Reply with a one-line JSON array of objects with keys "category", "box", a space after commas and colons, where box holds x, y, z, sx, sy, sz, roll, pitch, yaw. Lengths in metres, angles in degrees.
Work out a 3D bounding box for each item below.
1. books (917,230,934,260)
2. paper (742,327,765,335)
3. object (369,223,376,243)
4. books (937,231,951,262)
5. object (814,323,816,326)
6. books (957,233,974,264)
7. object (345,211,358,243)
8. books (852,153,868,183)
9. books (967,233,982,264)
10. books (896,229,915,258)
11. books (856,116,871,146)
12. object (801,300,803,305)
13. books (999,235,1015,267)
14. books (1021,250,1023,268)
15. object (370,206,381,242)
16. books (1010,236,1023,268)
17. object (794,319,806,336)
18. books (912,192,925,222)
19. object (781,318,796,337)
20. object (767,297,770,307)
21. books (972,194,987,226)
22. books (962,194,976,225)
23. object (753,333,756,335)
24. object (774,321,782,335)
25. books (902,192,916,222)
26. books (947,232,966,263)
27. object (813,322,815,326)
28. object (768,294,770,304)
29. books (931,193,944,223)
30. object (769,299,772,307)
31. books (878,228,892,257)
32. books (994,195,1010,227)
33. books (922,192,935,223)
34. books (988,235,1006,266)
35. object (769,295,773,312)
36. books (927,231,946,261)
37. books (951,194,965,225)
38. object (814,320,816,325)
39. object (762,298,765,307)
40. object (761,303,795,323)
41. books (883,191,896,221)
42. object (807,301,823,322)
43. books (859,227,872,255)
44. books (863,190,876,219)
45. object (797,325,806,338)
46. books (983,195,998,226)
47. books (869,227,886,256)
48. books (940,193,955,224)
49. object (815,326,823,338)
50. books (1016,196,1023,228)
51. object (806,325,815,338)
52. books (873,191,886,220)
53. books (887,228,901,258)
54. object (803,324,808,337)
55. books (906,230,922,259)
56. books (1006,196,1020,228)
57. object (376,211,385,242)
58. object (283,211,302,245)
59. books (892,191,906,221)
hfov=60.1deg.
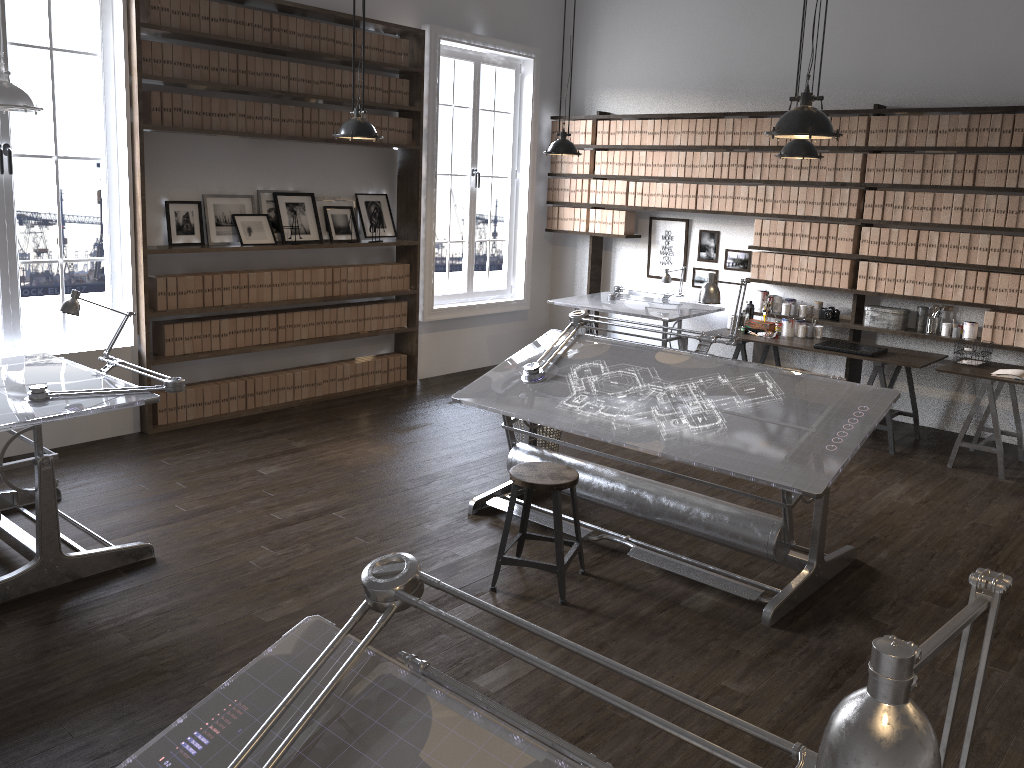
[{"category": "books", "box": [3.090, -1.031, 6.604, 0.067, 0.223, 0.175, 11, 14, 40]}, {"category": "paper", "box": [1.943, -0.422, 7.133, 0.155, 0.038, 0.138, 8, 14, 25]}, {"category": "object", "box": [-1.147, -1.241, 7.278, 0.040, 0.164, 0.066, 11, 14, 40]}, {"category": "books", "box": [3.196, -1.006, 6.512, 0.067, 0.223, 0.175, 11, 14, 40]}, {"category": "object", "box": [2.422, -0.444, 7.128, 0.035, 0.102, 0.004, 9, 12, 33]}, {"category": "books", "box": [3.296, -0.981, 6.418, 0.067, 0.224, 0.175, 11, 14, 40]}, {"category": "object", "box": [-1.292, -1.264, 7.144, 0.040, 0.258, 0.124, 11, 14, 40]}, {"category": "books", "box": [2.703, -1.665, 6.853, 0.067, 0.224, 0.175, 11, 14, 40]}, {"category": "books", "box": [3.350, -0.969, 6.379, 0.067, 0.223, 0.175, 11, 14, 40]}, {"category": "books", "box": [2.978, -1.058, 6.700, 0.067, 0.223, 0.175, 11, 14, 40]}, {"category": "books", "box": [2.719, -1.934, 6.799, 0.067, 0.223, 0.175, 11, 14, 40]}, {"category": "object", "box": [2.396, -0.633, 7.339, 0.004, 0.132, 0.030, -3, 11, -27]}, {"category": "books", "box": [3.504, -0.933, 6.247, 0.067, 0.223, 0.175, 11, 14, 40]}, {"category": "books", "box": [3.608, -0.908, 6.155, 0.067, 0.223, 0.175, 11, 14, 40]}, {"category": "object", "box": [-1.131, -1.323, 7.333, 0.040, 0.301, 0.119, 11, 13, 40]}, {"category": "books", "box": [3.558, -0.921, 6.203, 0.067, 0.223, 0.175, 11, 14, 40]}, {"category": "object", "box": [2.323, -0.456, 7.159, 0.094, 0.127, 0.095, -9, 16, -44]}, {"category": "books", "box": [3.054, -1.313, 6.595, 0.067, 0.223, 0.175, 11, 14, 40]}, {"category": "object", "box": [2.217, -0.455, 7.110, 0.105, 0.140, 0.104, 10, 13, 33]}, {"category": "object", "box": [2.073, -0.610, 7.206, 0.007, 0.212, 0.055, 0, 11, -14]}, {"category": "books", "box": [3.363, -1.240, 6.332, 0.067, 0.223, 0.175, 11, 14, 40]}, {"category": "books", "box": [3.309, -1.252, 6.376, 0.067, 0.223, 0.175, 11, 14, 40]}, {"category": "object", "box": [1.947, -0.398, 7.098, 0.008, 0.006, 0.120, 1, 13, -8]}, {"category": "object", "box": [2.141, -0.448, 7.126, 0.050, 0.111, 0.049, 10, 13, 37]}, {"category": "books", "box": [3.001, -1.325, 6.641, 0.067, 0.223, 0.175, 11, 14, 40]}, {"category": "books", "box": [3.250, -0.993, 6.466, 0.067, 0.223, 0.175, 11, 14, 40]}, {"category": "object", "box": [2.410, -0.449, 7.111, 0.036, 0.116, 0.005, 10, 12, 35]}, {"category": "object", "box": [2.086, -0.622, 7.224, 0.021, 0.226, 0.007, -5, 13, -37]}, {"category": "books", "box": [3.154, -1.289, 6.508, 0.067, 0.223, 0.175, 11, 14, 40]}, {"category": "object", "box": [2.085, -0.606, 7.215, 0.055, 0.191, 0.006, 11, 13, 39]}, {"category": "books", "box": [2.877, -1.080, 6.778, 0.067, 0.224, 0.175, 11, 14, 40]}, {"category": "books", "box": [3.465, -1.214, 6.235, 0.067, 0.223, 0.175, 11, 14, 40]}, {"category": "books", "box": [3.101, -1.300, 6.548, 0.067, 0.224, 0.175, 11, 14, 40]}, {"category": "books", "box": [3.449, -0.945, 6.289, 0.067, 0.224, 0.175, 11, 14, 40]}, {"category": "object", "box": [2.180, -0.683, 7.500, 0.050, 0.138, 0.051, 10, 13, 38]}, {"category": "books", "box": [3.140, -1.018, 6.554, 0.067, 0.223, 0.175, 11, 14, 40]}, {"category": "books", "box": [3.254, -1.264, 6.418, 0.067, 0.224, 0.175, 11, 14, 40]}, {"category": "object", "box": [2.419, -0.448, 7.110, 0.030, 0.132, 0.004, 10, 12, 36]}, {"category": "object", "box": [2.068, -0.602, 7.225, 0.071, 0.184, 0.008, 12, 14, 41]}, {"category": "object", "box": [2.196, -0.587, 7.286, 0.345, 0.145, 0.077, -4, 12, -26]}, {"category": "books", "box": [2.895, -1.350, 6.733, 0.067, 0.223, 0.175, 11, 14, 40]}, {"category": "object", "box": [2.486, -0.584, 7.221, 0.107, 0.160, 0.238, 4, 12, 6]}, {"category": "books", "box": [2.771, -1.106, 6.874, 0.067, 0.223, 0.175, 11, 14, 40]}, {"category": "books", "box": [2.783, -1.377, 6.829, 0.067, 0.223, 0.175, 11, 14, 40]}, {"category": "object", "box": [2.308, -0.420, 7.052, 0.062, 0.093, 0.062, 1, 11, -9]}, {"category": "books", "box": [3.412, -1.227, 6.284, 0.067, 0.223, 0.175, 11, 14, 40]}, {"category": "books", "box": [2.823, -1.093, 6.824, 0.067, 0.223, 0.175, 11, 14, 40]}, {"category": "books", "box": [3.200, -1.277, 6.466, 0.067, 0.223, 0.175, 11, 14, 40]}, {"category": "object", "box": [2.445, -0.415, 7.055, 0.062, 0.093, 0.062, 2, 11, 0]}, {"category": "books", "box": [3.569, -1.190, 6.151, 0.067, 0.223, 0.175, 11, 14, 40]}, {"category": "object", "box": [2.378, -0.416, 7.049, 0.062, 0.092, 0.064, 2, 11, 0]}, {"category": "books", "box": [2.835, -1.363, 6.777, 0.067, 0.224, 0.175, 11, 14, 40]}, {"category": "books", "box": [2.927, -1.069, 6.740, 0.067, 0.223, 0.175, 11, 14, 40]}, {"category": "object", "box": [2.349, -0.429, 7.098, 0.045, 0.100, 0.044, 11, 14, 40]}, {"category": "books", "box": [3.030, -1.044, 6.648, 0.067, 0.224, 0.175, 11, 14, 40]}, {"category": "books", "box": [3.519, -1.201, 6.189, 0.067, 0.224, 0.175, 11, 14, 40]}, {"category": "object", "box": [-1.107, -1.318, 7.407, 0.040, 0.259, 0.111, 11, 13, 40]}, {"category": "object", "box": [-1.663, -1.181, 6.704, 0.040, 0.258, 0.175, 11, 14, 40]}, {"category": "books", "box": [2.945, -1.337, 6.684, 0.067, 0.223, 0.175, 11, 14, 40]}]
